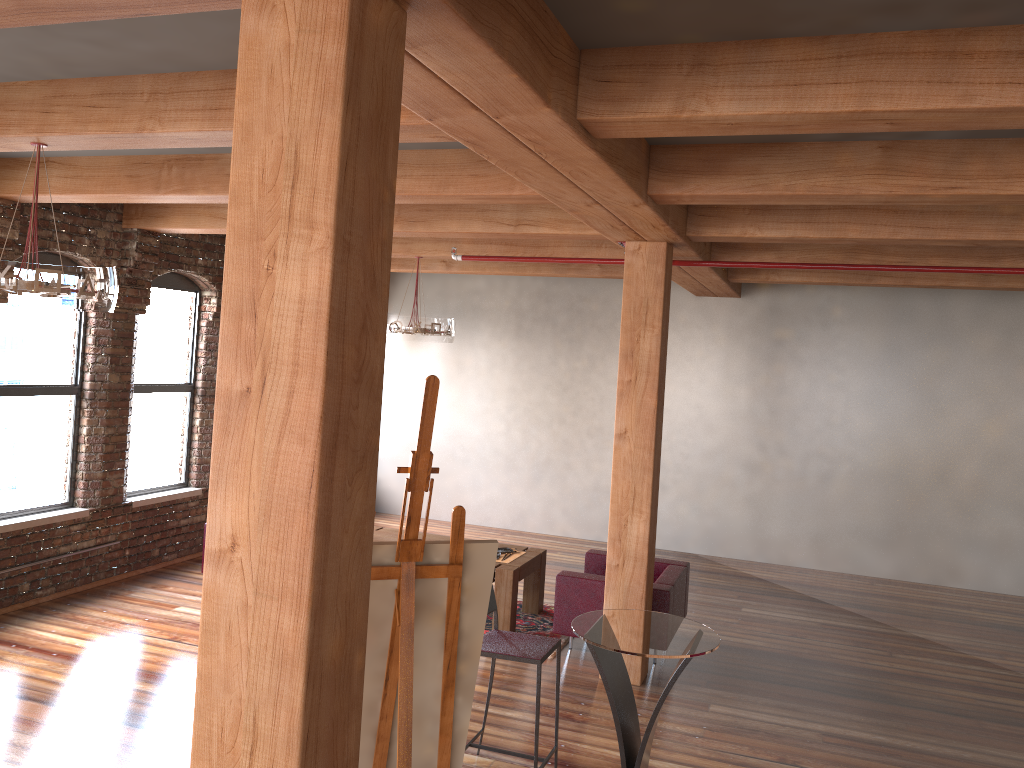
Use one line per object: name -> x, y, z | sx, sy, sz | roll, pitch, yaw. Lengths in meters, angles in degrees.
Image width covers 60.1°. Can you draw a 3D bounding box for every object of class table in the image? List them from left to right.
table -> -0.683, 1.667, 7.609 | 1.752, 0.550, 0.899 | 4, 1, 19
table -> 0.623, 1.668, 4.334 | 0.722, 0.925, 0.720 | 4, 0, 44

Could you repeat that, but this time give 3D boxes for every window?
window -> -3.818, 0.021, 7.185 | 0.235, 2.216, 0.967 | 3, -1, 19
window -> -3.338, 0.009, 8.571 | 0.235, 2.216, 0.967 | 3, -1, 19

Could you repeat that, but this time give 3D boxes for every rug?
rug -> -0.654, 1.941, 7.596 | 2.464, 0.009, 1.342 | 4, 2, 19

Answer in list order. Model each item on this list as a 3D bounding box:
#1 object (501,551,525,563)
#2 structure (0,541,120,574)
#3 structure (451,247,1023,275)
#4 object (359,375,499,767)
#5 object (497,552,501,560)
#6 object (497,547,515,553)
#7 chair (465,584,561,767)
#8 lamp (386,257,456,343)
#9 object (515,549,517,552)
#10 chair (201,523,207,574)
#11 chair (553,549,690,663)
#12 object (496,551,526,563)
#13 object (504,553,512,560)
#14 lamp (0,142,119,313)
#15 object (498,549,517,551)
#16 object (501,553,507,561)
object -> -0.119, 1.430, 7.418 | 0.332, 0.003, 0.470 | 4, 2, 19
structure -> -5.745, 1.382, 1.390 | 1.634, 0.313, 13.700 | 4, 2, 12
structure -> 2.685, -0.887, 6.520 | 6.814, 0.112, 0.051 | 4, 0, 19
object -> -0.423, 1.026, 3.058 | 0.701, 2.142, 0.685 | 4, -1, -21
object -> -0.118, 1.417, 7.313 | 0.045, 0.030, 0.153 | 4, 2, 3
object -> -0.103, 1.418, 7.535 | 0.212, 0.018, 0.154 | 3, 2, -26
chair -> -0.011, 1.584, 4.651 | 0.467, 0.982, 0.429 | 3, 0, 19
lamp -> -0.931, -0.828, 8.581 | 0.808, 0.815, 0.810 | 3, 0, -30
object -> 0.031, 1.423, 7.569 | 0.018, 0.021, 0.059 | 4, 1, 6
chair -> -2.132, 1.536, 8.119 | 0.866, 0.593, 1.070 | 4, 1, 19
chair -> 0.892, 1.758, 7.041 | 0.866, 0.593, 1.070 | 4, 1, 19
object -> -0.120, 1.430, 7.418 | 0.353, 0.001, 0.469 | 4, 2, 19
object -> -0.035, 1.433, 7.357 | 0.007, 0.008, 0.270 | 4, 2, 14
lamp -> -2.377, -0.790, 4.400 | 0.808, 0.815, 0.810 | 3, 0, -28
object -> -0.093, 1.407, 7.516 | 0.270, 0.008, 0.007 | 3, 0, -7
object -> -0.064, 1.432, 7.328 | 0.007, 0.008, 0.270 | 4, 2, 8
